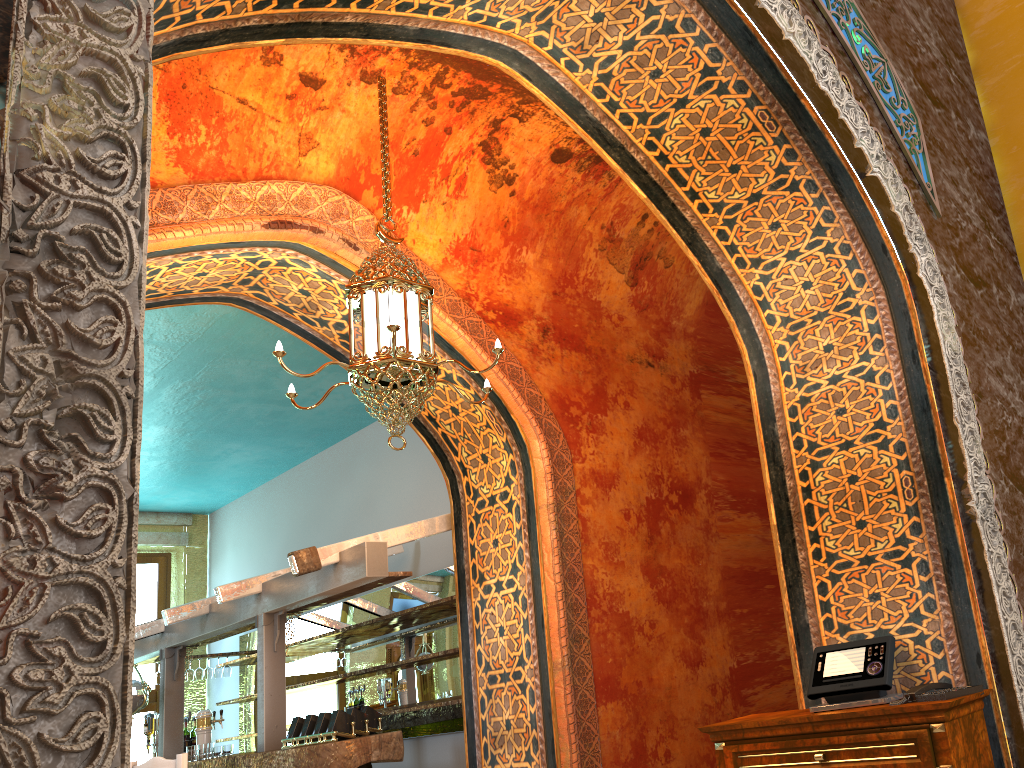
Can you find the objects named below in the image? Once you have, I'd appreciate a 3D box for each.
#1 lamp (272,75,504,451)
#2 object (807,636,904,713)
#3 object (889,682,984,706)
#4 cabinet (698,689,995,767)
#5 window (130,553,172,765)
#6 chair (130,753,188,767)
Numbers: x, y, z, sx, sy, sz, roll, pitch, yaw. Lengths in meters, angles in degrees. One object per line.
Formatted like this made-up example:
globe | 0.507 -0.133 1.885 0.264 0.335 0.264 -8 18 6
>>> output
lamp | -0.703 -0.756 4.848 1.452 2.311 1.013 9 -21 -42
object | 1.740 1.485 4.365 0.419 0.310 0.282 -19 -21 32
object | 2.021 1.466 4.049 0.445 0.084 0.298 3 -23 -29
cabinet | 1.699 2.155 4.219 0.557 1.027 1.351 9 -24 -43
window | -5.095 3.779 10.530 1.727 3.341 0.080 9 -21 -43
chair | -2.298 3.265 5.935 0.477 1.305 0.536 -12 -16 19
